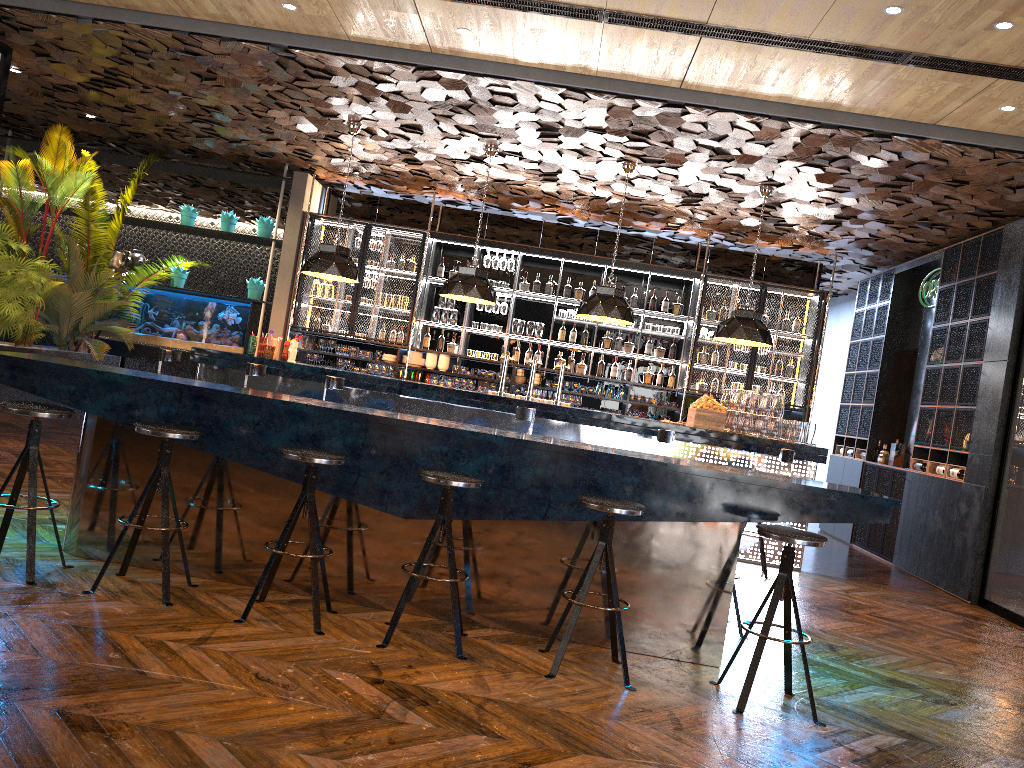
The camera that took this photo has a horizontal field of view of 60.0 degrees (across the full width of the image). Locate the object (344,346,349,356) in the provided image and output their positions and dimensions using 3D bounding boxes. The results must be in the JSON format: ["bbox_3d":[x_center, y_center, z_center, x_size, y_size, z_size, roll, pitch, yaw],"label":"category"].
[{"bbox_3d":[-2.161,-0.435,11.517,0.081,0.132,0.081,9,0,-26],"label":"object"}]

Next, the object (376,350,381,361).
[{"bbox_3d":[-1.728,-0.365,11.452,0.074,0.131,0.074,9,0,15],"label":"object"}]

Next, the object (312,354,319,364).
[{"bbox_3d":[-2.544,-0.272,11.407,0.091,0.227,0.091,9,0,25],"label":"object"}]

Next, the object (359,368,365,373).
[{"bbox_3d":[-1.930,-0.133,11.420,0.074,0.146,0.065,9,0,-3],"label":"object"}]

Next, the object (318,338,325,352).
[{"bbox_3d":[-2.453,-0.501,11.393,0.087,0.170,0.087,9,0,-37],"label":"object"}]

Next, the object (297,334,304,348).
[{"bbox_3d":[-2.724,-0.548,11.437,0.067,0.174,0.067,9,0,42],"label":"object"}]

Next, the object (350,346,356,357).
[{"bbox_3d":[-2.049,-0.416,11.380,0.074,0.131,0.074,9,0,15],"label":"object"}]

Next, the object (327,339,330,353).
[{"bbox_3d":[-2.361,-0.486,11.469,0.087,0.170,0.087,9,0,-37],"label":"object"}]

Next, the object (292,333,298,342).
[{"bbox_3d":[-2.803,-0.561,11.429,0.067,0.174,0.067,9,0,11],"label":"object"}]

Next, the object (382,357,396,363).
[{"bbox_3d":[-1.573,-0.306,11.423,0.211,0.060,0.209,9,0,-38],"label":"object"}]

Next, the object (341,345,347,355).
[{"bbox_3d":[-2.163,-0.436,11.396,0.081,0.132,0.081,9,0,-26],"label":"object"}]

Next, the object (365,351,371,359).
[{"bbox_3d":[-1.848,-0.368,11.364,0.078,0.099,0.078,9,0,-30],"label":"object"}]

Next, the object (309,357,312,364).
[{"bbox_3d":[-2.629,-0.285,11.521,0.091,0.227,0.091,9,0,42],"label":"object"}]

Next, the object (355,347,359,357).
[{"bbox_3d":[-2.039,-0.414,11.553,0.074,0.131,0.074,9,0,15],"label":"object"}]

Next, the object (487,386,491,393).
[{"bbox_3d":[-0.312,0.091,11.573,0.092,0.218,0.092,9,0,-37],"label":"object"}]

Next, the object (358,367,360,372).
[{"bbox_3d":[-2.022,-0.147,11.524,0.065,0.146,0.074,9,0,15],"label":"object"}]

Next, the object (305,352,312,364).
[{"bbox_3d":[-2.636,-0.287,11.413,0.091,0.227,0.091,9,0,-35],"label":"object"}]

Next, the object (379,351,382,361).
[{"bbox_3d":[-1.749,-0.367,11.630,0.074,0.131,0.074,9,0,15],"label":"object"}]

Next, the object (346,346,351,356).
[{"bbox_3d":[-2.152,-0.433,11.646,0.081,0.132,0.081,9,0,-26],"label":"object"}]

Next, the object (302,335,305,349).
[{"bbox_3d":[-2.728,-0.548,11.514,0.067,0.174,0.067,9,0,28],"label":"object"}]

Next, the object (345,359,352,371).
[{"bbox_3d":[-2.119,-0.205,11.458,0.088,0.229,0.077,9,0,2],"label":"object"}]

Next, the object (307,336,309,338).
[{"bbox_3d":[-2.723,-0.546,11.691,0.067,0.174,0.067,9,0,42],"label":"object"}]

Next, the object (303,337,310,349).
[{"bbox_3d":[-2.646,-0.524,11.414,0.051,0.152,0.058,9,0,8],"label":"object"}]

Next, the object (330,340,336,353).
[{"bbox_3d":[-2.304,-0.478,11.375,0.087,0.170,0.087,9,0,-37],"label":"object"}]

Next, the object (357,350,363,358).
[{"bbox_3d":[-1.945,-0.385,11.376,0.078,0.103,0.078,9,0,-45],"label":"object"}]

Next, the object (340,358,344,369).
[{"bbox_3d":[-2.218,-0.221,11.467,0.088,0.229,0.077,9,0,-38],"label":"object"}]

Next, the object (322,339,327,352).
[{"bbox_3d":[-2.448,-0.500,11.511,0.087,0.170,0.087,9,0,-37],"label":"object"}]

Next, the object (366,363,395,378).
[{"bbox_3d":[-1.697,-0.136,11.452,0.376,0.227,0.186,9,0,1],"label":"object"}]

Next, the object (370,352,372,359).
[{"bbox_3d":[-1.871,-0.370,11.549,0.078,0.099,0.078,9,0,-30],"label":"object"}]

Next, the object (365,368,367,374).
[{"bbox_3d":[-1.926,-0.132,11.527,0.065,0.146,0.074,9,0,25],"label":"object"}]

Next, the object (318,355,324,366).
[{"bbox_3d":[-2.528,-0.268,11.627,0.091,0.227,0.091,9,0,-35],"label":"object"}]

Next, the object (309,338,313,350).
[{"bbox_3d":[-2.632,-0.521,11.534,0.058,0.152,0.051,9,0,-36],"label":"object"}]

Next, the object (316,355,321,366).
[{"bbox_3d":[-2.537,-0.271,11.510,0.091,0.227,0.091,9,0,-34],"label":"object"}]

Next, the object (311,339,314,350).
[{"bbox_3d":[-2.627,-0.520,11.593,0.051,0.152,0.058,9,0,29],"label":"object"}]

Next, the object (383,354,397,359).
[{"bbox_3d":[-1.566,-0.346,11.424,0.209,0.060,0.211,9,0,-43],"label":"object"}]

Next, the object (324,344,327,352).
[{"bbox_3d":[-2.442,-0.498,11.629,0.087,0.170,0.087,9,0,-37],"label":"object"}]

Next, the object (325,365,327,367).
[{"bbox_3d":[-2.439,-0.192,11.504,0.093,0.101,0.093,9,0,-37],"label":"object"}]

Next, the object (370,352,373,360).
[{"bbox_3d":[-1.864,-0.369,11.633,0.078,0.099,0.078,9,0,-30],"label":"object"}]

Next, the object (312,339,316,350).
[{"bbox_3d":[-2.634,-0.520,11.710,0.051,0.152,0.058,9,0,-37],"label":"object"}]

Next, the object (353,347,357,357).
[{"bbox_3d":[-2.042,-0.415,11.466,0.074,0.131,0.074,9,0,15],"label":"object"}]

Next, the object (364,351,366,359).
[{"bbox_3d":[-1.876,-0.372,11.456,0.078,0.099,0.078,9,0,-30],"label":"object"}]

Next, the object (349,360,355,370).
[{"bbox_3d":[-2.110,-0.203,11.581,0.088,0.229,0.077,9,0,4],"label":"object"}]

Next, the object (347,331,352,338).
[{"bbox_3d":[-2.113,-0.641,11.546,0.077,0.080,0.077,9,0,-12],"label":"object"}]

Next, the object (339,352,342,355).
[{"bbox_3d":[-2.237,-0.446,11.598,0.081,0.132,0.081,9,0,-26],"label":"object"}]

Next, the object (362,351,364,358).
[{"bbox_3d":[-1.962,-0.387,11.552,0.078,0.103,0.078,9,0,-45],"label":"object"}]

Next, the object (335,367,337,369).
[{"bbox_3d":[-2.329,-0.173,11.602,0.093,0.101,0.093,9,0,17],"label":"object"}]

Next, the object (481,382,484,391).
[{"bbox_3d":[-0.406,0.071,11.523,0.071,0.226,0.071,9,0,-26],"label":"object"}]

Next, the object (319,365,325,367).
[{"bbox_3d":[-2.444,-0.193,11.399,0.093,0.101,0.093,9,0,-29],"label":"object"}]

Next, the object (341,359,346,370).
[{"bbox_3d":[-2.218,-0.220,11.549,0.077,0.229,0.088,9,0,18],"label":"object"}]

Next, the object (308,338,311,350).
[{"bbox_3d":[-2.639,-0.523,11.473,0.058,0.152,0.051,9,0,7],"label":"object"}]

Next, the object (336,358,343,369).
[{"bbox_3d":[-2.223,-0.222,11.376,0.088,0.229,0.077,9,0,16],"label":"object"}]

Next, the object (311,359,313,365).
[{"bbox_3d":[-2.631,-0.285,11.655,0.091,0.227,0.091,9,0,6],"label":"object"}]

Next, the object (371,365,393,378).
[{"bbox_3d":[-1.689,-0.133,11.648,0.376,0.227,0.186,9,0,1],"label":"object"}]

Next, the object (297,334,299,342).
[{"bbox_3d":[-2.798,-0.559,11.504,0.067,0.174,0.067,9,0,43],"label":"object"}]

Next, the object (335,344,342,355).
[{"bbox_3d":[-2.243,-0.448,11.452,0.081,0.132,0.081,9,0,-26],"label":"object"}]

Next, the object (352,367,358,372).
[{"bbox_3d":[-2.025,-0.148,11.420,0.074,0.146,0.065,9,0,-21],"label":"object"}]

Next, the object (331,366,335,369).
[{"bbox_3d":[-2.338,-0.175,11.501,0.093,0.101,0.093,9,0,23],"label":"object"}]

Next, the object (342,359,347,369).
[{"bbox_3d":[-2.213,-0.219,11.642,0.077,0.229,0.088,9,0,-23],"label":"object"}]

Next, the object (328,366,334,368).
[{"bbox_3d":[-2.336,-0.176,11.395,0.093,0.101,0.093,9,0,-35],"label":"object"}]
